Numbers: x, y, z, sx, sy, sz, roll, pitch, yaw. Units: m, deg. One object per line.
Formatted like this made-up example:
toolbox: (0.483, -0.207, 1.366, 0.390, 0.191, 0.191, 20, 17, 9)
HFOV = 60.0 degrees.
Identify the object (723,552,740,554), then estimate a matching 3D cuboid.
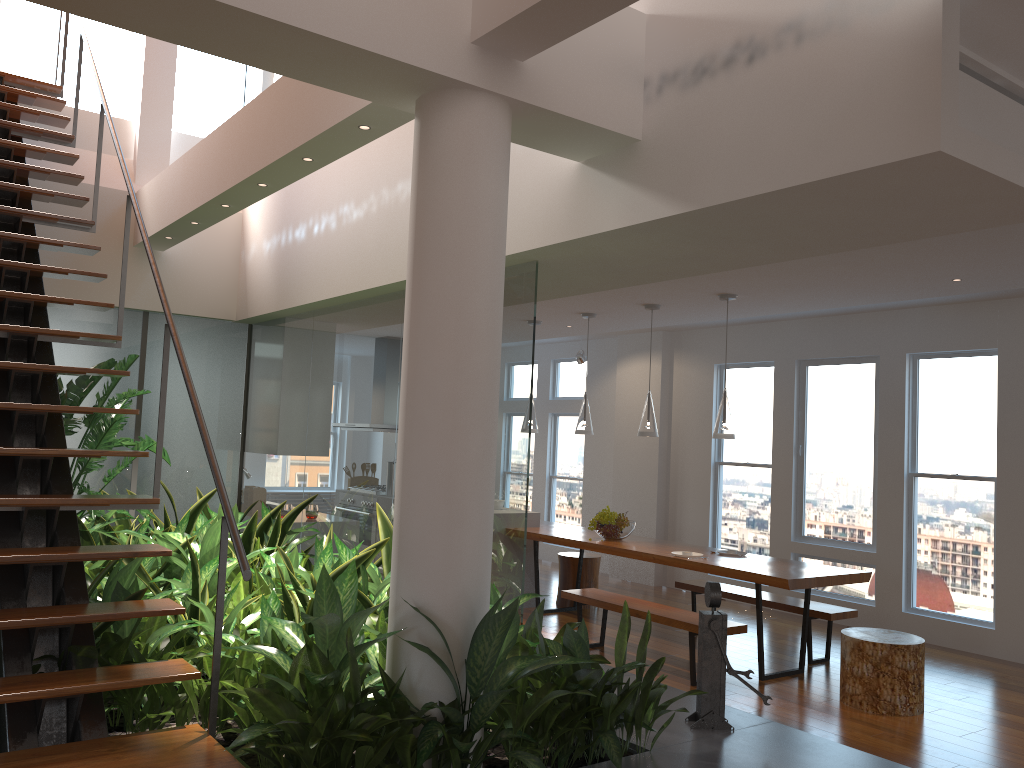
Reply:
object: (1.603, 1.240, 6.463, 0.124, 0.011, 0.124, 0, -5, 36)

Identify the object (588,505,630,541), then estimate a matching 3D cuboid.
object: (0.793, 1.118, 7.159, 0.292, 0.284, 0.394, 1, -4, 18)

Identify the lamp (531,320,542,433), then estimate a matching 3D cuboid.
lamp: (0.182, -0.098, 7.829, 0.160, 1.060, 0.160, 3, -4, -9)

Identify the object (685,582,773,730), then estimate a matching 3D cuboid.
object: (0.864, 1.076, 3.524, 0.318, 0.565, 0.134, 3, -4, 0)

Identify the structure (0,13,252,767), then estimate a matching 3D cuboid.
structure: (-1.601, -0.591, 4.498, 2.552, 4.265, 4.591, 5, -5, -36)

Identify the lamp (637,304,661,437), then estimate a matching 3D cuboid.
lamp: (1.040, -0.135, 6.665, 0.160, 1.060, 0.160, 3, -4, -9)

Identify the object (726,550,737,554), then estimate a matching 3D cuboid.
object: (1.603, 1.229, 6.464, 0.079, 0.030, 0.070, 2, -4, 7)

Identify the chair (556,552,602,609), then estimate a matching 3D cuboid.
chair: (0.608, 1.787, 8.086, 0.402, 0.455, 0.396, -1, -5, 44)

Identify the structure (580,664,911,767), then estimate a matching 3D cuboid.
structure: (-1.131, 1.487, 3.956, 3.088, 0.386, 5.584, 5, -5, -36)

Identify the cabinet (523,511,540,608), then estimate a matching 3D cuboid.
cabinet: (-0.874, 1.579, 8.895, 0.597, 0.832, 2.936, 5, -5, -36)

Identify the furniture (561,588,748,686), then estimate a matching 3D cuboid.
furniture: (0.902, 1.694, 5.974, 0.316, 0.389, 1.433, 5, -5, -36)

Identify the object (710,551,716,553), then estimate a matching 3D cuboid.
object: (1.523, 1.241, 6.557, 0.149, 0.014, 0.044, 5, -5, -35)

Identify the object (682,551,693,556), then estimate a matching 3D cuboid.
object: (1.236, 1.199, 6.253, 0.079, 0.030, 0.070, 1, -4, 17)

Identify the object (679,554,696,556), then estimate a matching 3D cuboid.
object: (1.236, 1.210, 6.252, 0.124, 0.011, 0.124, 4, -4, -15)

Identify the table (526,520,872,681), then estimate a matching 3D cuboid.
table: (0.220, 1.632, 7.964, 0.893, 0.704, 5.996, 5, -5, -36)

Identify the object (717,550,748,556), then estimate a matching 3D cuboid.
object: (1.603, 1.235, 6.463, 0.222, 0.020, 0.222, 6, -5, -44)

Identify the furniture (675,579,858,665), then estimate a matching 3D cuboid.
furniture: (1.861, 1.783, 6.678, 0.316, 0.389, 1.433, 5, -5, -36)

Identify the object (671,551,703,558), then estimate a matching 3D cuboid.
object: (1.236, 1.205, 6.253, 0.222, 0.020, 0.222, 2, -4, 4)

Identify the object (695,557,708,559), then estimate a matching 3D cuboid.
object: (1.304, 1.204, 6.136, 0.149, 0.014, 0.044, 5, -5, -37)

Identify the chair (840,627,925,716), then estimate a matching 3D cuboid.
chair: (2.194, 1.697, 5.263, 0.460, 0.400, 0.460, 4, -4, -26)

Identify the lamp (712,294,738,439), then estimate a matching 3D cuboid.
lamp: (1.468, -0.154, 6.083, 0.160, 1.060, 0.160, 3, -4, -9)

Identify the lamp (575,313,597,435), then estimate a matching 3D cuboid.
lamp: (0.611, -0.117, 7.247, 0.160, 1.060, 0.160, 3, -4, -9)

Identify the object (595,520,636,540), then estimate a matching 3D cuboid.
object: (0.820, 1.182, 7.158, 0.360, 0.159, 0.360, 1, -4, 17)

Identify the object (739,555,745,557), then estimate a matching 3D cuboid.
object: (1.677, 1.233, 6.386, 0.158, 0.017, 0.019, 6, -5, -41)
